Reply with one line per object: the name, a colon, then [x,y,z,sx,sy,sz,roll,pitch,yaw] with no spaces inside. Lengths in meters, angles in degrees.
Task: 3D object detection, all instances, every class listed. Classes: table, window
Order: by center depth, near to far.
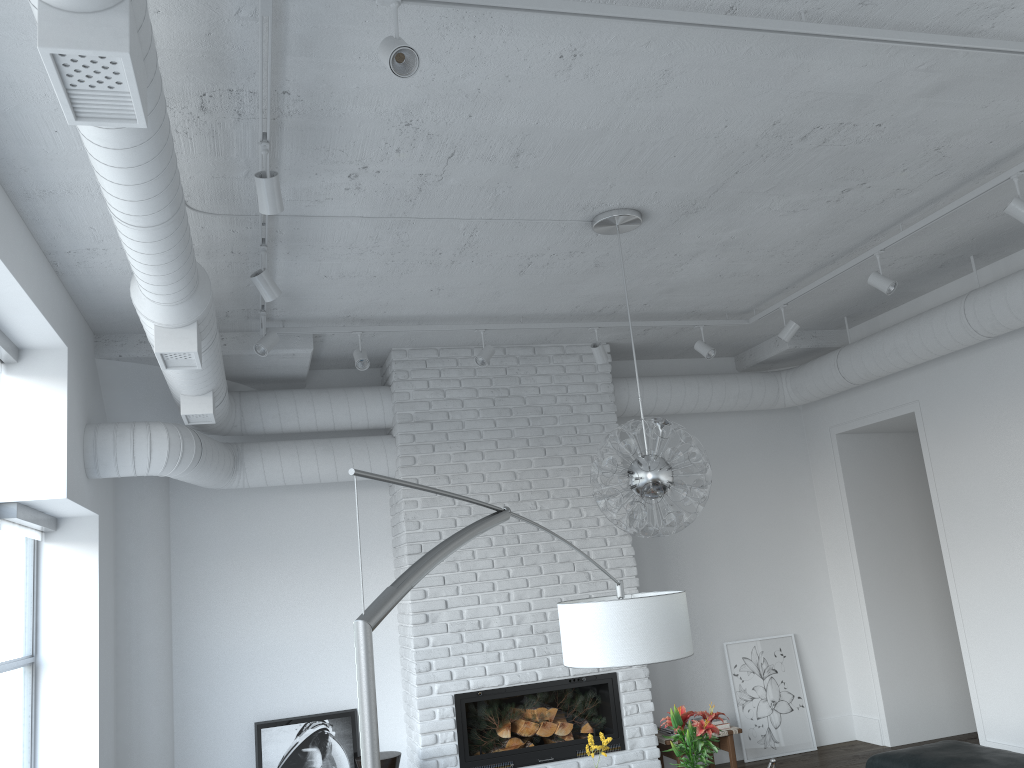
window: [-2.123,0.655,2.947,0.107,2.340,4.566,-2,-13,-16]
table: [-0.795,2.564,5.406,0.282,0.558,0.281,4,-15,-37]
table: [1.335,2.697,6.439,0.605,0.345,0.405,-2,-13,-16]

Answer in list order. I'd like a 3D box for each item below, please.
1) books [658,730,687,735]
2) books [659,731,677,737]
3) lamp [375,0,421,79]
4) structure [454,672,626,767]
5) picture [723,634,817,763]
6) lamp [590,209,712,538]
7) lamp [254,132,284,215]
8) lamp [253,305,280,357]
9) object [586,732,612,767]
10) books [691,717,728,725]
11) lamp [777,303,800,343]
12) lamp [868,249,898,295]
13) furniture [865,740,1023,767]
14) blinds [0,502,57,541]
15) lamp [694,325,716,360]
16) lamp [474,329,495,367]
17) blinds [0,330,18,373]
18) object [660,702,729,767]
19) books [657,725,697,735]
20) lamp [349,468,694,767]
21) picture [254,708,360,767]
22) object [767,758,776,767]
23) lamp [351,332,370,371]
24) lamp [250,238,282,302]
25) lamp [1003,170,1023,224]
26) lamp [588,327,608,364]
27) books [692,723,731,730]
books: [1.205,2.518,6.435,0.171,0.011,0.306,-2,-13,-17]
books: [1.206,2.531,6.443,0.172,0.011,0.273,-2,-13,-17]
lamp: [-0.316,-0.948,2.407,0.095,0.285,0.154,-1,-13,-23]
structure: [0.127,2.376,6.242,1.168,0.578,0.675,-2,-13,-16]
picture: [2.035,2.465,7.005,0.637,0.884,0.093,-2,-13,-16]
lamp: [0.589,-0.057,4.192,0.552,1.546,0.552,1,-14,-29]
lamp: [-0.861,-0.737,3.133,0.087,0.285,0.154,-4,-12,-7]
lamp: [-1.379,-0.289,4.974,0.087,0.285,0.154,-13,-14,32]
object: [0.387,1.730,3.753,0.121,0.470,0.120,-6,-12,-1]
books: [1.455,2.488,6.547,0.173,0.025,0.238,-2,-13,-18]
lamp: [1.827,-0.414,5.897,0.154,0.285,0.104,-11,-13,23]
lamp: [2.073,-0.632,4.996,0.094,0.285,0.154,5,-16,-42]
furniture: [2.302,2.100,4.465,0.584,0.478,0.828,-2,-13,-16]
blinds: [-2.578,0.745,4.739,0.086,0.130,0.903,-2,-13,-16]
lamp: [1.333,-0.303,6.178,0.093,0.285,0.154,4,-15,-38]
lamp: [-0.183,-0.246,5.737,0.090,0.285,0.154,-16,-16,40]
blinds: [-2.044,-0.528,2.758,0.086,0.130,3.613,-2,-13,-16]
object: [0.798,1.655,3.807,0.275,0.558,0.284,-14,-15,34]
books: [1.199,2.507,6.447,0.202,0.019,0.280,-2,-13,-18]
lamp: [0.150,1.147,2.049,0.432,1.738,2.162,-9,-13,17]
picture: [-1.358,2.636,5.951,0.686,0.775,0.130,-2,-13,-16]
object: [1.138,1.754,3.796,0.143,0.288,0.143,6,-17,-44]
lamp: [-0.945,-0.218,5.511,0.095,0.285,0.154,-2,-13,-18]
lamp: [-1.125,-0.514,4.046,0.087,0.285,0.154,-12,-14,27]
lamp: [2.333,-0.856,4.073,0.154,0.285,0.100,-7,-12,6]
lamp: [0.573,-0.274,5.959,0.097,0.285,0.154,-11,-13,23]
books: [1.461,2.513,6.534,0.185,0.032,0.267,-2,-13,-18]
